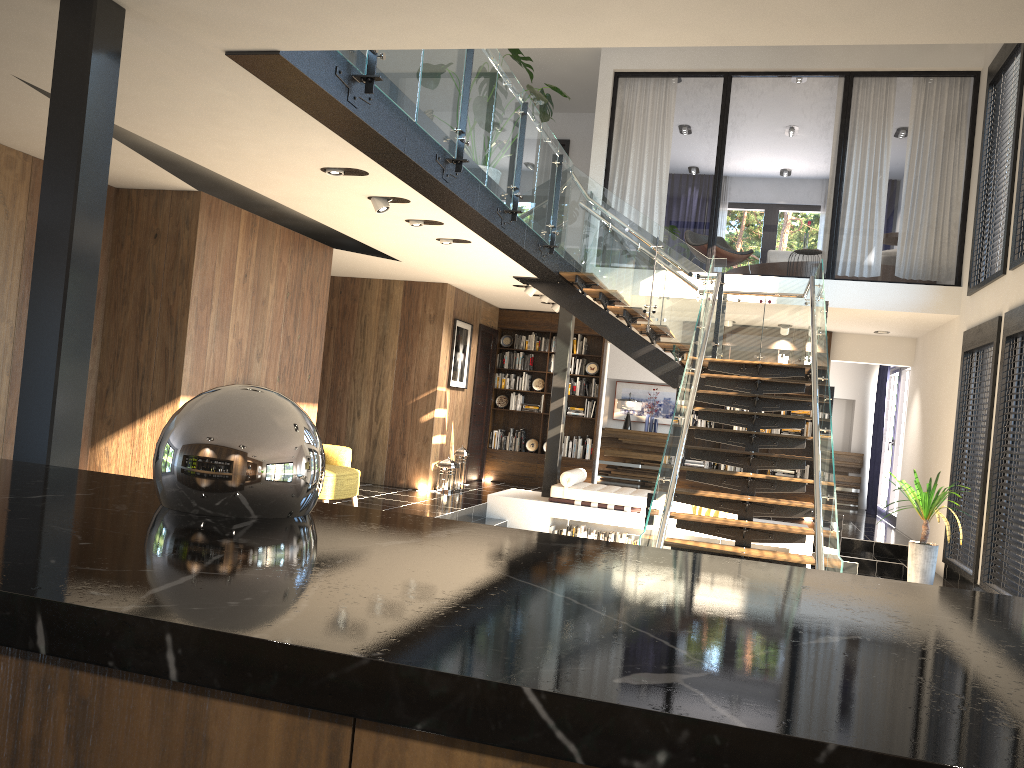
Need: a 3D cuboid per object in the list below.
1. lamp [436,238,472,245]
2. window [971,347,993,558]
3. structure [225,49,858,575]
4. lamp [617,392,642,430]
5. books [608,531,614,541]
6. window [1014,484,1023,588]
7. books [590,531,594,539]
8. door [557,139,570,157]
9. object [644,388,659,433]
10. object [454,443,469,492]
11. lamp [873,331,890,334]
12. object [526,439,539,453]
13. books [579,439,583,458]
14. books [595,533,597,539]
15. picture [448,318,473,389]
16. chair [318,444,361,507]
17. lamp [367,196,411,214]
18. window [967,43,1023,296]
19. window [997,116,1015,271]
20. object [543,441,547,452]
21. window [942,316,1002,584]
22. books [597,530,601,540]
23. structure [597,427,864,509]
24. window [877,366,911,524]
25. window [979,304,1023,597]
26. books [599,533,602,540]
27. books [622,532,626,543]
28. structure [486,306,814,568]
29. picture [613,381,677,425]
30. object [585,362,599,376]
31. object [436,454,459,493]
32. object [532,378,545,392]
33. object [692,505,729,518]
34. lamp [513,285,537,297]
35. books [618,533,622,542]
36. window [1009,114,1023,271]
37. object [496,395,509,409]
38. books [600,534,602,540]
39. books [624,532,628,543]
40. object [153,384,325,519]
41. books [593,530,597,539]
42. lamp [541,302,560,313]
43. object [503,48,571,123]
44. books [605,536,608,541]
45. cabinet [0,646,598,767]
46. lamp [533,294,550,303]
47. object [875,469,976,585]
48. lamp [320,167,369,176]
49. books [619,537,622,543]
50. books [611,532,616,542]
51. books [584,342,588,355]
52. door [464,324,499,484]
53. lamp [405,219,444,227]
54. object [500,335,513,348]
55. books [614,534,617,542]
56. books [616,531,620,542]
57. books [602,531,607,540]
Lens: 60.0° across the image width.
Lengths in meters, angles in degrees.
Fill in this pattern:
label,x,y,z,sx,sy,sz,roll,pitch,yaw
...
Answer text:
label,x,y,z,sx,sy,sz,roll,pitch,yaw
lamp,-0.543,-1.393,8.332,0.346,0.177,0.195,5,-1,15
window,4.778,0.658,8.750,0.005,2.297,1.221,5,-1,15
structure,0.895,-0.013,7.198,3.446,4.867,7.283,5,-1,14
lamp,2.209,0.521,16.781,0.470,0.725,0.470,6,-1,7
books,1.169,1.909,10.564,0.033,0.299,0.196,5,-1,15
window,4.356,0.577,7.169,0.005,2.297,1.313,5,-1,15
books,0.955,1.903,10.603,0.021,0.270,0.148,5,-1,15
door,0.338,-2.626,13.772,0.931,2.347,0.104,5,-1,15
object,2.658,0.502,16.773,0.272,0.860,0.270,5,-1,29
object,-0.687,1.104,11.816,0.182,0.642,0.182,5,-1,15
lamp,5.065,-0.762,12.132,0.195,0.158,0.346,5,-1,15
object,0.313,0.955,13.712,0.212,0.222,0.082,5,-1,15
books,1.052,0.984,13.538,0.011,0.300,0.154,5,-1,15
books,1.011,1.922,10.658,0.026,0.247,0.149,5,-1,15
picture,-0.698,-0.401,12.155,0.028,0.911,0.749,5,-1,15
chair,-1.882,0.668,7.914,1.030,1.097,0.808,5,-1,14
lamp,-0.947,-1.432,6.834,0.346,0.247,0.195,5,-1,15
window,4.991,-2.192,8.803,0.358,2.475,1.394,5,-1,15
window,5.057,-2.186,8.777,0.005,2.297,1.221,5,-1,15
object,0.576,0.979,13.636,0.212,0.222,0.082,5,-1,15
window,4.712,0.652,8.776,0.358,2.475,1.394,5,-1,15
books,1.037,1.906,10.651,0.025,0.285,0.137,5,-1,15
structure,3.134,1.441,16.566,6.274,0.981,0.886,5,-1,15
window,6.096,0.912,14.066,0.184,2.475,2.982,5,-1,15
window,4.290,0.571,7.196,0.358,2.475,1.499,5,-1,15
books,1.055,1.920,10.630,0.023,0.260,0.133,5,-1,15
books,1.325,1.921,10.537,0.026,0.305,0.187,5,-1,15
structure,1.766,0.566,10.870,3.780,3.244,1.149,5,-1,15
picture,3.681,0.472,16.652,3.542,0.748,0.035,5,-1,15
object,1.220,-0.229,13.515,0.212,0.222,0.082,5,-1,15
object,-0.850,1.163,11.619,0.262,0.483,0.262,5,-1,15
object,0.411,0.014,13.741,0.212,0.222,0.082,5,-1,15
object,2.387,1.631,10.677,0.466,0.510,1.167,5,-1,15
lamp,0.177,-1.216,11.031,0.346,0.262,0.195,5,-1,15
books,1.276,1.926,10.556,0.025,0.287,0.169,5,-1,15
window,4.579,-2.268,7.262,0.358,2.475,1.394,5,-1,15
object,-0.156,0.280,13.883,0.212,0.222,0.082,5,-1,15
books,1.071,1.920,10.608,0.019,0.261,0.183,5,-1,15
books,1.346,1.923,10.526,0.020,0.305,0.172,5,-1,15
object,-0.373,0.114,1.222,0.227,0.228,0.227,6,-1,-24
books,0.981,1.893,10.620,0.020,0.295,0.102,5,-1,15
lamp,0.576,-1.142,12.527,0.346,0.262,0.195,5,-1,15
object,-0.200,-2.405,8.432,1.464,1.554,1.260,6,-1,3
books,1.132,1.939,10.596,0.050,0.234,0.149,5,-1,15
cabinet,-1.081,0.643,1.202,3.563,0.994,0.698,5,-1,15
lamp,0.378,-1.195,11.778,0.346,0.231,0.195,5,-1,15
object,3.920,1.493,8.481,0.876,1.338,0.830,6,-1,4
lamp,-1.143,-1.513,6.085,0.346,0.158,0.195,5,-1,15
books,1.293,1.947,10.527,0.027,0.246,0.193,5,-1,15
books,1.200,1.916,10.569,0.025,0.293,0.205,5,-1,15
books,1.138,-0.538,13.609,0.022,0.195,0.136,5,-1,15
door,-0.493,0.310,13.342,0.104,2.347,0.931,5,-1,15
lamp,-0.743,-1.430,7.582,0.346,0.177,0.195,5,-1,15
object,-0.083,-0.664,13.872,0.212,0.222,0.082,5,-1,15
books,1.230,1.930,10.579,0.029,0.271,0.129,5,-1,15
books,1.256,1.914,10.571,0.023,0.308,0.126,5,-1,15
books,1.093,1.911,10.594,0.028,0.282,0.173,5,-1,15
